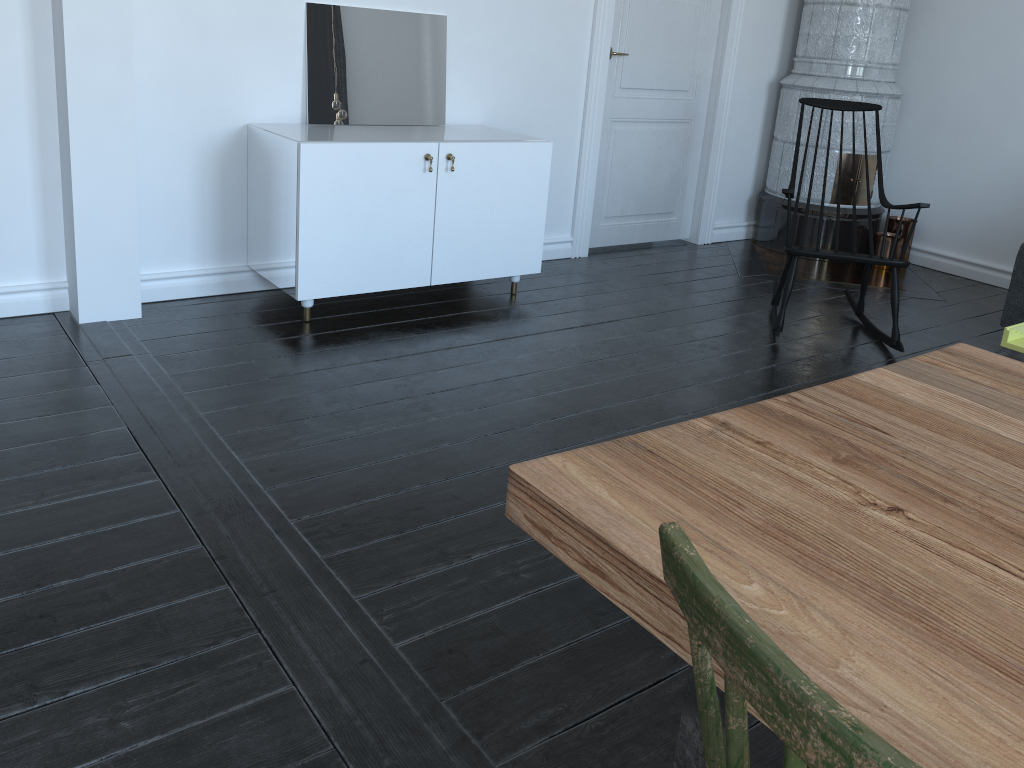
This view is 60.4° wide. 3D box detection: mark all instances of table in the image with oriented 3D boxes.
[{"bbox_3d":[1.028,0.734,0.536,1.026,0.693,2.288,-10,25,-35],"label":"table"},{"bbox_3d":[2.236,0.200,2.553,0.605,0.386,1.439,-10,26,-35],"label":"table"}]

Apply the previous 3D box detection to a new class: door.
[{"bbox_3d":[0.872,-1.969,4.998,1.178,2.397,0.119,-8,21,-37],"label":"door"}]

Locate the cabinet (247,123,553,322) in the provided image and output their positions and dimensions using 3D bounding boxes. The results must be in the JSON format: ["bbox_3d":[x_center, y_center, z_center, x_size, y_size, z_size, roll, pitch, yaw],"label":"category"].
[{"bbox_3d":[-0.477,-0.741,3.896,1.211,0.712,0.605,-10,24,-36],"label":"cabinet"}]

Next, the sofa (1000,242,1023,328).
[{"bbox_3d":[3.352,-0.191,3.349,1.093,0.700,2.438,-10,26,-35],"label":"sofa"}]

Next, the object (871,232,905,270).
[{"bbox_3d":[2.282,-0.809,5.361,0.178,0.193,0.174,21,24,40],"label":"object"}]

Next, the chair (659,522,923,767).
[{"bbox_3d":[0.372,0.540,0.742,0.490,0.801,0.479,-9,22,-37],"label":"chair"}]

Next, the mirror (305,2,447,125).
[{"bbox_3d":[-0.592,-1.417,3.947,0.702,0.486,0.055,-10,22,-36],"label":"mirror"}]

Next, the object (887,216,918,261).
[{"bbox_3d":[2.405,-0.891,5.486,0.177,0.272,0.177,-8,22,-36],"label":"object"}]

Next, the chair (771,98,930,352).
[{"bbox_3d":[1.492,-0.764,4.027,0.613,0.973,0.935,7,19,7],"label":"chair"}]

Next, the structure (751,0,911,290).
[{"bbox_3d":[2.041,-2.138,5.127,0.779,2.799,1.309,7,17,7],"label":"structure"}]
